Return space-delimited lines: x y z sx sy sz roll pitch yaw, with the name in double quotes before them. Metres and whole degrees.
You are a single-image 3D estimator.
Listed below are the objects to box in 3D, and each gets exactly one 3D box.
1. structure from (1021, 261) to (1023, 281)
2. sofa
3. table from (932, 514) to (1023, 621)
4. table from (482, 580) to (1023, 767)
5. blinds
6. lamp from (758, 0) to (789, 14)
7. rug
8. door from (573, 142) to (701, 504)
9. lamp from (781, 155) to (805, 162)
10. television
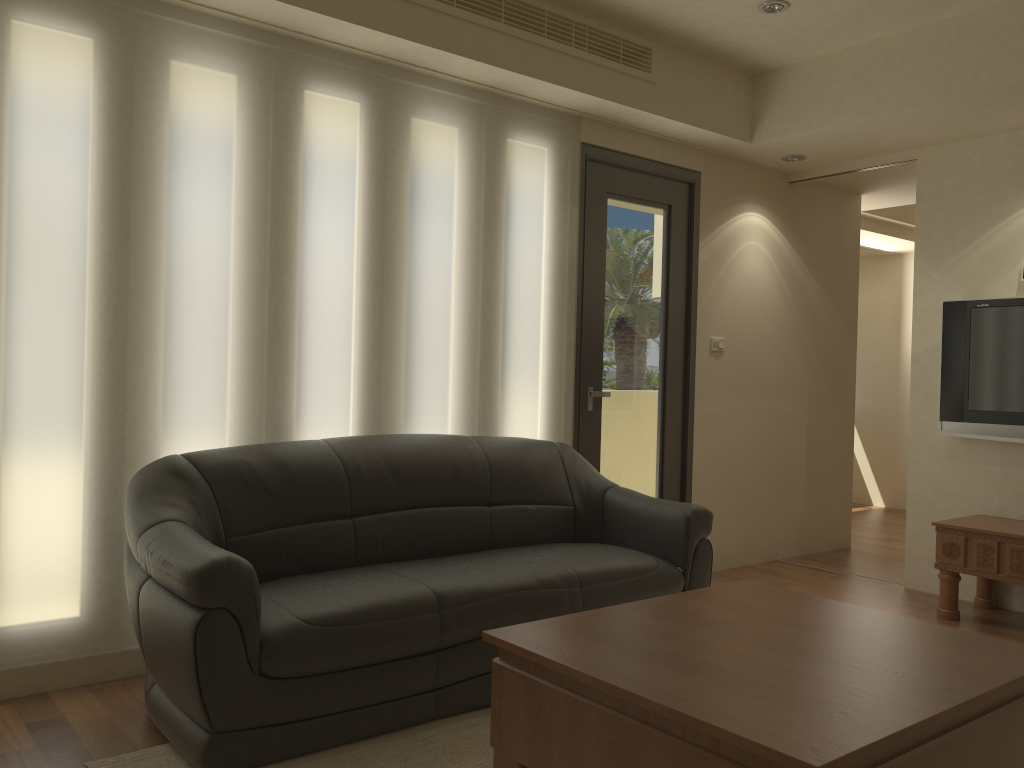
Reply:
"structure" 2.913 -0.599 4.537 0.048 0.111 0.559 1 1 -39
"sofa" -0.272 0.684 3.563 2.337 0.918 0.944 1 1 -39
"table" 2.695 0.979 4.378 0.538 0.493 1.009 1 1 -39
"table" 0.709 0.948 2.429 1.213 0.482 1.045 1 1 -39
"blinds" -0.765 -0.234 3.890 2.830 2.453 0.002 1 1 -39
"lamp" 1.254 -1.828 4.258 0.143 0.059 0.143 1 1 -33
"rug" 0.882 1.189 2.797 3.592 0.011 2.482 1 1 -39
"door" 0.700 -0.094 5.135 1.011 2.420 0.118 1 1 -39
"lamp" 1.753 -1.424 5.524 0.143 0.059 0.143 1 1 -33
"television" 2.881 -0.069 4.505 0.110 0.778 1.377 1 1 -39
